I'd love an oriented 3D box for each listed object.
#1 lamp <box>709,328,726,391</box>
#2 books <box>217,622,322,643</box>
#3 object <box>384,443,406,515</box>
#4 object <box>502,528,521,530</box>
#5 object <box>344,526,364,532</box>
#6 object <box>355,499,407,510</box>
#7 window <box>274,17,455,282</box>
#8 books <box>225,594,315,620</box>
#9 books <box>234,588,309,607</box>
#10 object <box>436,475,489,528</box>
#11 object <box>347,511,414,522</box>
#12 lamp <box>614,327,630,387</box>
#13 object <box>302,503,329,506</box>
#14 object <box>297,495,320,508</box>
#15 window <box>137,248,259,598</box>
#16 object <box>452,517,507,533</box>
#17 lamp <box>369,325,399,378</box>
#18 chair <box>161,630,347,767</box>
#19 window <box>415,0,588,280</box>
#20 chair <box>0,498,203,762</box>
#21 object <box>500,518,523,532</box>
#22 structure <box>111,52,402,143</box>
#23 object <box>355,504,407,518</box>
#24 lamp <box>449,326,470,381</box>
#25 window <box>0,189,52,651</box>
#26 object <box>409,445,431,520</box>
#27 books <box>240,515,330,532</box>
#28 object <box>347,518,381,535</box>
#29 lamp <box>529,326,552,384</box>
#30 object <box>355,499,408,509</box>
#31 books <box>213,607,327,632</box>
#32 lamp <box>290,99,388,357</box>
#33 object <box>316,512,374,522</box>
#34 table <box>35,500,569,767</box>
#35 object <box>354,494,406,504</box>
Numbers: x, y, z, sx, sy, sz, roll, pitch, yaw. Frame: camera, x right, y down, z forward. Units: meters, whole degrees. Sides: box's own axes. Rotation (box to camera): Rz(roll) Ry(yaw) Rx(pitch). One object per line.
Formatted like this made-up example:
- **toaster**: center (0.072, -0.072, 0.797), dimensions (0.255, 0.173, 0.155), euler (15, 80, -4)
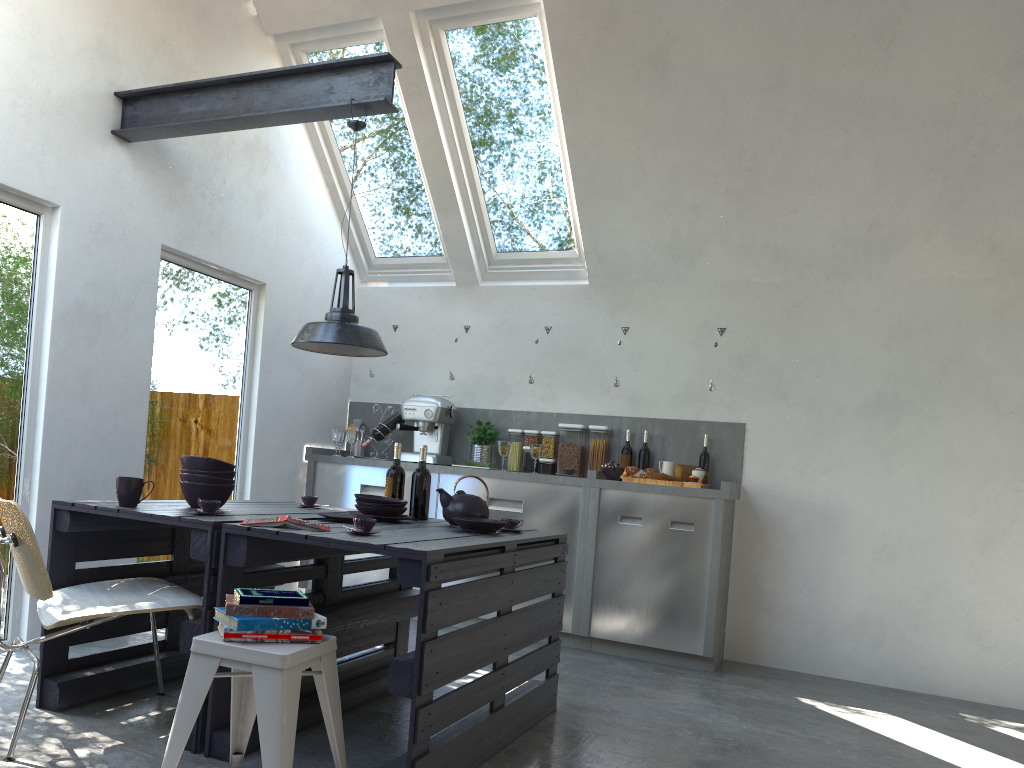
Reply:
- **lamp**: center (1.254, -0.158, 5.377), dimensions (0.062, 0.436, 0.319), euler (5, -2, 21)
- **books**: center (-0.729, 0.735, 2.622), dimensions (0.275, 0.035, 0.205), euler (7, -6, -20)
- **object**: center (-0.544, 0.447, 4.086), dimensions (0.087, 0.344, 0.096), euler (5, -1, -29)
- **object**: center (0.002, 0.622, 3.730), dimensions (0.029, 0.013, 0.125), euler (2, -6, 33)
- **object**: center (-0.553, 0.503, 3.021), dimensions (0.026, 0.013, 0.140), euler (9, -7, -41)
- **object**: center (-0.567, 0.540, 3.786), dimensions (0.240, 0.063, 0.219), euler (2, -6, 28)
- **window**: center (-0.928, -1.511, 6.015), dimensions (0.869, 1.393, 1.426), euler (4, -3, 22)
- **books**: center (-0.730, 0.668, 2.624), dimensions (0.248, 0.032, 0.180), euler (6, -6, -15)
- **books**: center (-0.723, 0.640, 2.624), dimensions (0.197, 0.025, 0.149), euler (7, -6, -20)
- **object**: center (-0.202, 0.516, 3.854), dimensions (0.222, 0.232, 0.209), euler (4, -3, 25)
- **object**: center (-0.571, 0.576, 3.789), dimensions (0.280, 0.024, 0.312), euler (9, -7, -35)
- **lamp**: center (0.709, -0.180, 5.639), dimensions (0.060, 0.435, 0.331), euler (5, -2, 10)
- **object**: center (-0.958, 0.591, 4.268), dimensions (0.132, 0.013, 0.028), euler (5, -5, 3)
- **object**: center (-0.982, 0.569, 4.237), dimensions (0.119, 0.056, 0.114), euler (4, -5, 11)
- **window**: center (-1.919, 0.352, 5.263), dimensions (0.062, 2.125, 0.945), euler (5, -1, 21)
- **object**: center (-0.135, 0.581, 3.592), dimensions (0.219, 0.047, 0.240), euler (8, -6, -26)
- **lamp**: center (-0.945, -0.247, 6.416), dimensions (0.062, 0.436, 0.319), euler (5, -2, 21)
- **chair**: center (-0.748, 1.005, 2.604), dimensions (0.436, 0.503, 0.423), euler (4, -3, 18)
- **window**: center (0.005, -1.481, 5.567), dimensions (0.869, 1.387, 1.419), euler (4, -3, 22)
- **chair**: center (-1.488, 0.830, 3.157), dimensions (0.732, 0.818, 0.734), euler (7, -3, -37)
- **object**: center (-0.010, 0.608, 3.771), dimensions (0.120, 0.056, 0.113), euler (4, -5, 16)
- **structure**: center (-1.703, -1.351, 4.342), dimensions (2.639, 0.208, 0.130), euler (2, -3, 25)
- **object**: center (-0.570, 0.555, 3.787), dimensions (0.219, 0.047, 0.240), euler (8, -6, -26)
- **lamp**: center (-0.366, -0.224, 6.146), dimensions (0.060, 0.435, 0.331), euler (5, -2, 10)
- **window**: center (-2.480, 0.154, 3.766), dimensions (0.062, 2.125, 0.945), euler (5, -1, 21)
- **object**: center (-0.419, 0.453, 4.036), dimensions (0.086, 0.344, 0.096), euler (5, -1, -34)
- **books**: center (-0.794, 0.485, 3.084), dimensions (0.300, 0.030, 0.227), euler (6, -6, -8)
- **object**: center (-0.510, 0.489, 3.019), dimensions (0.122, 0.056, 0.110), euler (2, -5, 31)
- **lamp**: center (0.179, -0.202, 5.884), dimensions (0.062, 0.436, 0.319), euler (5, -2, 21)
- **object**: center (-0.567, 0.528, 3.790), dimensions (0.241, 0.063, 0.218), euler (2, -6, 28)
- **books**: center (-0.727, 0.701, 2.622), dimensions (0.270, 0.033, 0.209), euler (9, -7, -35)
- **lamp**: center (-0.718, -0.693, 3.851), dimensions (0.451, 1.095, 0.412), euler (5, -1, 23)
- **object**: center (-0.678, 0.543, 3.550), dimensions (0.246, 0.019, 0.224), euler (2, -6, 28)
- **table**: center (-0.776, 0.952, 3.636), dimensions (1.675, 0.795, 1.446), euler (3, -5, 23)
- **object**: center (-0.572, 0.515, 3.790), dimensions (0.239, 0.058, 0.220), euler (3, -6, 23)
